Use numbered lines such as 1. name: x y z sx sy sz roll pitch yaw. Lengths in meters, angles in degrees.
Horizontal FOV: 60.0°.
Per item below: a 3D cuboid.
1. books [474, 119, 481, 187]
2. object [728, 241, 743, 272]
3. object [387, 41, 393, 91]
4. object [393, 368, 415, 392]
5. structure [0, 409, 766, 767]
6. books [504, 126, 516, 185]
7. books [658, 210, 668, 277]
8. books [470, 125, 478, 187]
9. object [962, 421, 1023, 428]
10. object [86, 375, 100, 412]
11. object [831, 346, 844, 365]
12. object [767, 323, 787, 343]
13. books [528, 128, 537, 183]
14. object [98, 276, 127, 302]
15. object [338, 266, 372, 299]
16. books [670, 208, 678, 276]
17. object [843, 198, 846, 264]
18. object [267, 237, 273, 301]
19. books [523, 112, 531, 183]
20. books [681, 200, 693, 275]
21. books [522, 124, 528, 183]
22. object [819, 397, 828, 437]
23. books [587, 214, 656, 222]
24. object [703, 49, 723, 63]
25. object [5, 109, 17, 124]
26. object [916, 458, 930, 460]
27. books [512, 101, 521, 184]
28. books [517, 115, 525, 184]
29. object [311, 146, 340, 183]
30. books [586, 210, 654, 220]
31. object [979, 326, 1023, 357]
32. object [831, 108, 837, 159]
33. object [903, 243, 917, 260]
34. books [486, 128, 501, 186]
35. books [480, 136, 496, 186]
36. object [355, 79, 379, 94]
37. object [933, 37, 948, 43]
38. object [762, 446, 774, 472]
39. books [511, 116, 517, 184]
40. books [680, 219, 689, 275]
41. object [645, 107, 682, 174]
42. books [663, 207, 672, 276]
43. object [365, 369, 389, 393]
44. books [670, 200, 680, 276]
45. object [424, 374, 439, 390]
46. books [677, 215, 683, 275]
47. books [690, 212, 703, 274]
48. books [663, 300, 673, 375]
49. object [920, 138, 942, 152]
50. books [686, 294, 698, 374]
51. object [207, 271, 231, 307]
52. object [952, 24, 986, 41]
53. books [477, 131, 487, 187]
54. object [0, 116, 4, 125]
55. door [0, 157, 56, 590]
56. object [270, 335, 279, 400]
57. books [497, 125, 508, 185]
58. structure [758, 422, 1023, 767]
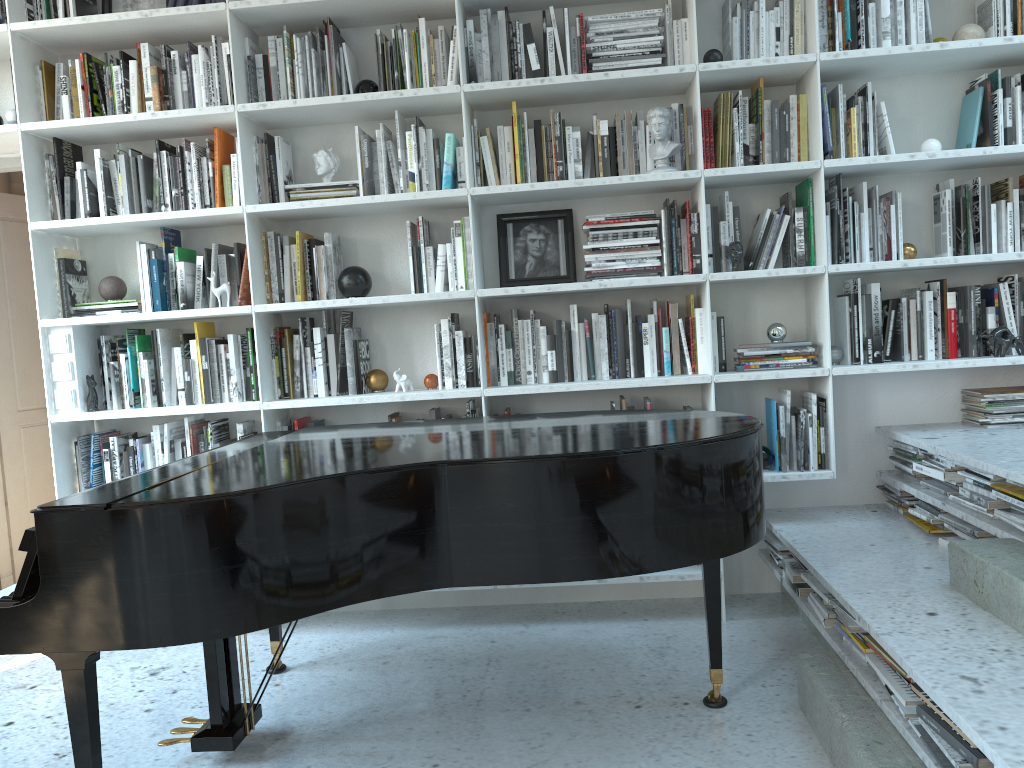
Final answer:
1. books: -0.126 -0.867 3.434 0.010 0.282 0.140 -3 4 5
2. object: 0.813 -0.462 3.216 0.054 0.113 0.079 -4 4 3
3. object: -0.454 -1.188 3.432 0.010 0.225 0.142 -3 4 5
4. object: -0.419 -0.016 3.429 0.060 0.095 0.078 -2 4 21
5. structure: -0.243 0.574 2.412 1.918 0.833 1.333 -3 3 5
6. books: -0.003 -0.853 3.414 0.029 0.240 0.155 -3 4 5
7. books: 0.577 -0.527 3.387 0.012 0.254 0.160 -3 4 5
8. books: -0.137 -0.852 3.426 0.012 0.254 0.160 -3 4 5
9. object: 1.908 0.141 3.334 0.345 0.007 0.193 -4 3 0
10. object: -1.642 0.037 3.462 0.045 0.147 0.045 0 5 43
11. object: 1.216 -0.108 3.351 0.071 0.072 0.071 -6 5 -37
12. object: 0.980 -0.190 3.283 0.071 0.072 0.071 -6 5 -37
13. books: 0.083 -0.853 3.413 0.024 0.228 0.147 -3 4 5
14. object: -1.597 -0.379 3.548 0.105 0.106 0.105 -5 4 -18
15. object: -0.615 -0.395 3.471 0.133 0.135 0.133 -6 5 -37
16. books: 0.612 -0.531 3.392 0.013 0.256 0.162 -3 4 5
17. object: 1.236 -0.575 3.354 0.007 0.266 0.134 -3 4 5
18. object: -0.935 -0.445 3.529 0.012 0.270 0.130 -3 4 5
19. books: 0.063 -0.877 3.390 0.010 0.281 0.170 -3 4 5
20. books: 0.666 -0.545 3.374 0.011 0.280 0.186 -3 4 5
21. books: 0.055 -0.859 3.410 0.010 0.245 0.149 -3 4 5
22. object: 1.161 0.178 3.317 0.011 0.260 0.141 -3 4 5
23. books: 0.415 -0.626 3.395 0.254 0.012 0.160 -4 3 2
24. object: 0.732 -1.181 3.228 0.071 0.072 0.071 -6 5 -37
25. object: -1.966 -1.053 3.510 0.071 0.072 0.071 -5 4 -18
26. object: 1.561 0.261 3.315 0.135 0.011 0.221 -3 3 9
27. books: 0.024 -0.892 3.378 0.014 0.318 0.187 -3 4 5
28. books: 0.040 -0.867 3.378 0.015 0.267 0.189 -3 4 5
29. object: -0.726 -0.852 3.467 0.095 0.157 0.121 -2 4 18
30. books: 0.414 -0.638 3.392 0.254 0.012 0.160 -3 3 9
31. object: 1.748 -0.151 3.159 0.160 0.114 0.064 -4 4 -8
32. object: 1.185 -0.909 3.316 0.013 0.208 0.139 -3 4 5
33. object: 1.472 -0.490 3.308 0.071 0.072 0.071 -6 5 -37
34. books: -0.065 -0.850 3.416 0.042 0.242 0.162 -3 4 5
35. books: -0.083 -0.832 3.407 0.053 0.209 0.156 -3 4 5
36. object: -0.553 -1.114 3.394 0.097 0.098 0.097 -6 5 -37
37. object: 1.556 -1.229 3.234 0.068 0.069 0.068 -5 4 -18
38. object: 0.927 0.276 3.308 0.093 0.095 0.093 -6 5 -37
39. books: 0.016 -0.877 3.423 0.010 0.284 0.136 -3 4 5
40. books: 0.653 -0.514 3.395 0.021 0.217 0.132 -3 4 5
41. object: 0.543 -0.879 3.229 0.137 0.244 0.138 -6 4 -30
42. books: 0.588 -0.531 3.383 0.011 0.261 0.184 -3 4 5
43. object: -0.533 -0.013 3.504 0.091 0.092 0.091 -5 4 -18
44. books: 0.622 -0.548 3.390 0.011 0.288 0.152 -3 4 5
45. object: -0.312 -0.009 3.445 0.061 0.062 0.061 -6 5 -37
46. books: 0.636 -0.521 3.397 0.013 0.233 0.134 -3 4 5
47. books: 0.689 -0.521 3.364 0.034 0.229 0.199 -3 4 5
48. books: 0.602 -0.179 3.430 0.010 0.284 0.131 -3 4 5
49. object: 1.531 -0.860 3.240 0.071 0.072 0.071 -6 5 -37
50. books: 0.691 -0.192 3.413 0.011 0.300 0.149 -3 4 5
51. object: -1.113 -0.358 3.373 0.081 0.140 0.044 -5 4 -12
52. object: 1.671 -1.259 3.246 0.111 0.113 0.111 -5 4 -18
53. books: -0.114 -0.845 3.433 0.011 0.235 0.141 -3 4 5
54. object: -2.069 -1.047 3.538 0.071 0.072 0.071 -5 4 -18
55. door: -2.148 0.019 4.194 0.834 1.982 0.785 -3 4 5
56. object: -0.924 -0.070 3.544 0.012 0.254 0.160 -3 4 5
57. books: -0.030 -0.856 3.422 0.026 0.248 0.139 -3 4 5
58. structure: 2.183 0.537 1.920 2.899 0.660 3.110 -3 3 5
